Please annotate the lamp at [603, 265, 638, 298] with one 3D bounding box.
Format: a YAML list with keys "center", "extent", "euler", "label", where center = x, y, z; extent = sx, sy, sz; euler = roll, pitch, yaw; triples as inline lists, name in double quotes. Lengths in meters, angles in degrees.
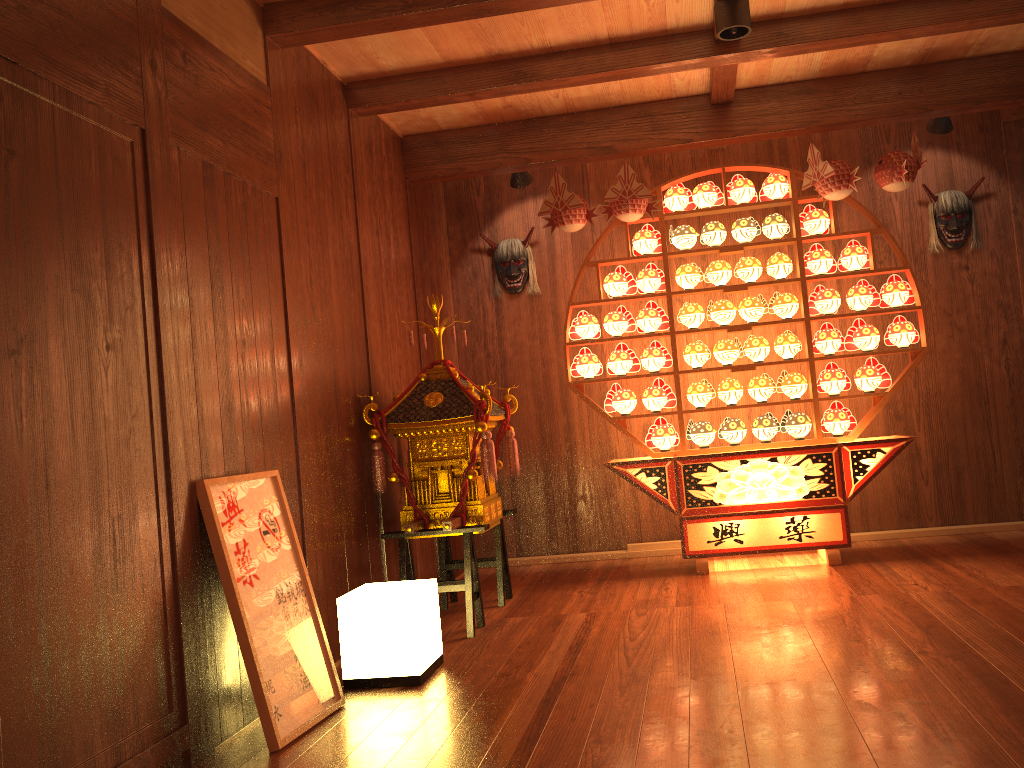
- center: [0.580, -0.579, 4.992]
  extent: [0.194, 0.200, 0.162]
  euler: [-7, -3, 34]
  label: "lamp"

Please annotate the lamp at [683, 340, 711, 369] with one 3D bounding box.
- center: [1.020, -0.164, 4.916]
  extent: [0.135, 0.167, 0.161]
  euler: [-7, -3, 30]
  label: "lamp"

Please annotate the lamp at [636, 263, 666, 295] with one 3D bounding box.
- center: [0.763, -0.595, 4.964]
  extent: [0.184, 0.195, 0.161]
  euler: [-6, -3, 24]
  label: "lamp"

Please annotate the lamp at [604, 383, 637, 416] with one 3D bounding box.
- center: [0.635, 0.082, 4.966]
  extent: [0.192, 0.193, 0.152]
  euler: [-4, -3, -31]
  label: "lamp"

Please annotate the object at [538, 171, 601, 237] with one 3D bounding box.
- center: [0.306, -0.975, 4.790]
  extent: [0.353, 0.311, 0.246]
  euler: [-7, -3, 35]
  label: "object"

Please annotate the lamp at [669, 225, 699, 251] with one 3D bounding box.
- center: [0.975, -0.822, 4.954]
  extent: [0.153, 0.167, 0.143]
  euler: [-6, -3, 25]
  label: "lamp"

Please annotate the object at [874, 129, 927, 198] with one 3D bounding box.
- center: [1.979, -1.149, 4.570]
  extent: [0.226, 0.318, 0.369]
  euler: [-5, -3, 6]
  label: "object"

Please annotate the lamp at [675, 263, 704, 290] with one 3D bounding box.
- center: [0.977, -0.602, 4.938]
  extent: [0.134, 0.167, 0.162]
  euler: [-7, -3, 40]
  label: "lamp"

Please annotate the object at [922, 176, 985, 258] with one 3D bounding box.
- center: [2.635, -0.974, 5.253]
  extent: [0.360, 0.453, 0.139]
  euler: [-6, -3, 8]
  label: "object"

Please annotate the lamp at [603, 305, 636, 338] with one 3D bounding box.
- center: [0.579, -0.353, 4.984]
  extent: [0.175, 0.191, 0.162]
  euler: [-7, -3, 39]
  label: "lamp"

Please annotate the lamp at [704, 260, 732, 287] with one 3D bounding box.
- center: [1.156, -0.616, 4.912]
  extent: [0.141, 0.161, 0.155]
  euler: [-5, -3, -10]
  label: "lamp"

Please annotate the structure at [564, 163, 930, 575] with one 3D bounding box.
- center: [1.272, -0.117, 4.882]
  extent: [1.942, 2.194, 0.495]
  euler: [-6, -3, 8]
  label: "structure"

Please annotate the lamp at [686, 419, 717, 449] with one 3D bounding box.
- center: [1.066, 0.273, 4.900]
  extent: [0.151, 0.167, 0.144]
  euler: [-7, -3, 40]
  label: "lamp"

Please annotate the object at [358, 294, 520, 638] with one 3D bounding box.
- center: [-0.299, 0.332, 4.135]
  extent: [0.601, 1.514, 0.817]
  euler: [-6, -3, 10]
  label: "object"

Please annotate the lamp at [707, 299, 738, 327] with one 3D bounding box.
- center: [1.181, -0.398, 4.906]
  extent: [0.151, 0.161, 0.144]
  euler: [-7, -3, 40]
  label: "lamp"

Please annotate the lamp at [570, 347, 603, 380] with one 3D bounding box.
- center: [0.430, -0.120, 4.994]
  extent: [0.191, 0.195, 0.156]
  euler: [-5, -3, -6]
  label: "lamp"

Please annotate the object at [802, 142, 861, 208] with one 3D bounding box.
- center: [1.675, -1.107, 4.609]
  extent: [0.245, 0.314, 0.359]
  euler: [-5, -3, -13]
  label: "object"

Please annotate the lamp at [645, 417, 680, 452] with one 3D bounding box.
- center: [0.846, 0.279, 4.928]
  extent: [0.195, 0.197, 0.157]
  euler: [-5, -3, -1]
  label: "lamp"

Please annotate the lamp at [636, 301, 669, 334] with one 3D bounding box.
- center: [0.764, -0.376, 4.957]
  extent: [0.195, 0.200, 0.161]
  euler: [-6, -3, 24]
  label: "lamp"

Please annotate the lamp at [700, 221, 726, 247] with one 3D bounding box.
- center: [1.126, -0.835, 4.921]
  extent: [0.139, 0.161, 0.157]
  euler: [-5, -3, 0]
  label: "lamp"

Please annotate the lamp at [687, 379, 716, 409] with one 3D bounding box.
- center: [1.036, 0.056, 4.909]
  extent: [0.134, 0.167, 0.162]
  euler: [-7, -3, 40]
  label: "lamp"

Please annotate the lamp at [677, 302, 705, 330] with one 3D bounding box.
- center: [1.006, -0.384, 4.921]
  extent: [0.141, 0.167, 0.155]
  euler: [-5, -3, -10]
  label: "lamp"

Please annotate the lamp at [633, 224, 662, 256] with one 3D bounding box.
- center: [0.744, -0.816, 4.973]
  extent: [0.195, 0.200, 0.161]
  euler: [-6, -3, 24]
  label: "lamp"

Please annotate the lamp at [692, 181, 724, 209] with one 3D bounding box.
- center: [1.071, -1.059, 4.940]
  extent: [0.164, 0.179, 0.162]
  euler: [-7, -3, 40]
  label: "lamp"

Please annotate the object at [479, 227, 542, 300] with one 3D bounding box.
- center: [0.003, -0.743, 5.605]
  extent: [0.360, 0.453, 0.139]
  euler: [-6, -3, 8]
  label: "object"

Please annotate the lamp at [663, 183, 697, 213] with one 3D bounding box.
- center: [0.920, -1.055, 4.956]
  extent: [0.196, 0.200, 0.160]
  euler: [-6, -3, 19]
  label: "lamp"

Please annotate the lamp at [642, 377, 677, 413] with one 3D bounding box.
- center: [0.791, 0.063, 4.938]
  extent: [0.194, 0.200, 0.162]
  euler: [-7, -3, 34]
  label: "lamp"

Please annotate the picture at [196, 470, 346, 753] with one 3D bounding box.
- center: [-0.737, 0.667, 2.738]
  extent: [0.211, 0.787, 0.408]
  euler: [-6, -3, 15]
  label: "picture"

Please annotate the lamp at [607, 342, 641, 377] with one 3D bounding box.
- center: [0.604, -0.139, 4.970]
  extent: [0.196, 0.200, 0.160]
  euler: [-6, -3, 19]
  label: "lamp"

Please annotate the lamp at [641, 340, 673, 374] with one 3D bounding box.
- center: [0.786, -0.153, 4.947]
  extent: [0.178, 0.192, 0.161]
  euler: [-6, -3, 24]
  label: "lamp"

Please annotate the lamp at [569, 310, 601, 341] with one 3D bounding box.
- center: [0.426, -0.336, 5.002]
  extent: [0.192, 0.187, 0.155]
  euler: [-5, -3, -11]
  label: "lamp"

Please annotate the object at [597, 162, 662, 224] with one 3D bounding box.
- center: [0.624, -1.016, 4.754]
  extent: [0.344, 0.306, 0.217]
  euler: [-6, -3, 9]
  label: "object"
